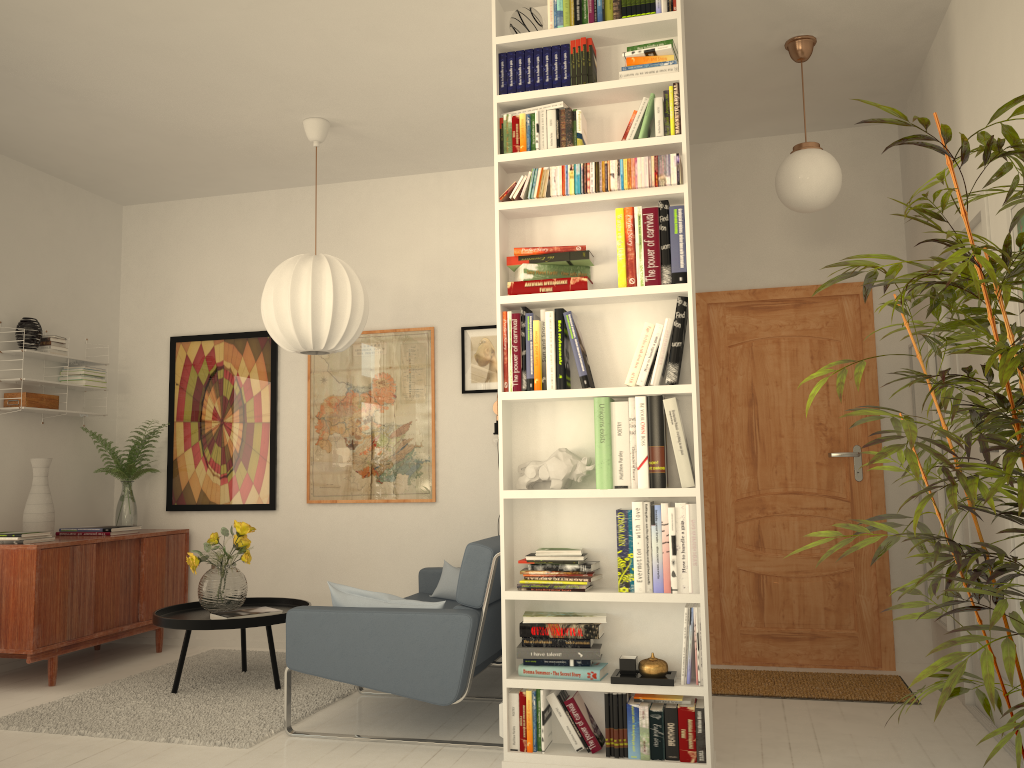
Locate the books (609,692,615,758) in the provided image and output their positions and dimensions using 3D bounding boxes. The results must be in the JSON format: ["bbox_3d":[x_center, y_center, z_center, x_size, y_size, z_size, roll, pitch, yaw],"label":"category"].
[{"bbox_3d":[0.367,1.175,3.131,0.015,0.214,0.202,-3,-6,14],"label":"books"}]

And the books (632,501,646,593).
[{"bbox_3d":[0.467,0.576,3.182,0.037,0.312,0.241,-3,-6,14],"label":"books"}]

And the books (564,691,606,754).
[{"bbox_3d":[0.262,1.194,3.147,0.131,0.188,0.136,-3,-6,14],"label":"books"}]

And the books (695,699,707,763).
[{"bbox_3d":[0.659,1.184,3.069,0.032,0.176,0.230,-3,-6,14],"label":"books"}]

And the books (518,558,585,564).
[{"bbox_3d":[0.153,0.642,3.234,0.221,0.010,0.169,-3,-6,17],"label":"books"}]

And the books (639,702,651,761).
[{"bbox_3d":[0.475,1.190,3.103,0.032,0.176,0.222,-3,-6,14],"label":"books"}]

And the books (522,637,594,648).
[{"bbox_3d":[0.170,0.922,3.204,0.247,0.039,0.142,-2,-6,11],"label":"books"}]

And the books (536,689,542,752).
[{"bbox_3d":[0.119,1.188,3.198,0.021,0.215,0.174,-3,-6,14],"label":"books"}]

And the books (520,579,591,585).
[{"bbox_3d":[0.170,0.711,3.219,0.248,0.009,0.170,-3,-6,17],"label":"books"}]

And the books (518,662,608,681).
[{"bbox_3d":[0.196,1.024,3.203,0.297,0.039,0.204,-3,-6,19],"label":"books"}]

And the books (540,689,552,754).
[{"bbox_3d":[0.130,1.186,3.180,0.010,0.215,0.193,-3,-6,14],"label":"books"}]

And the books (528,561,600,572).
[{"bbox_3d":[0.197,0.660,3.228,0.235,0.025,0.163,-3,-6,21],"label":"books"}]

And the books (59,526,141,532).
[{"bbox_3d":[-2.430,0.856,5.242,0.368,0.020,0.254,-3,-6,17],"label":"books"}]

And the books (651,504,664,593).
[{"bbox_3d":[0.519,0.577,3.128,0.035,0.304,0.150,-3,-6,14],"label":"books"}]

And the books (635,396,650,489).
[{"bbox_3d":[0.483,0.215,3.208,0.037,0.325,0.240,-3,-6,14],"label":"books"}]

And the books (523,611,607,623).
[{"bbox_3d":[0.194,0.843,3.223,0.297,0.024,0.162,-2,-6,5],"label":"books"}]

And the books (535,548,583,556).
[{"bbox_3d":[0.174,0.609,3.219,0.166,0.019,0.127,-2,-6,8],"label":"books"}]

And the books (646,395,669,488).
[{"bbox_3d":[0.528,0.210,3.192,0.056,0.328,0.202,-3,-6,14],"label":"books"}]

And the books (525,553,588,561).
[{"bbox_3d":[0.169,0.629,3.240,0.212,0.017,0.165,-2,-6,12],"label":"books"}]

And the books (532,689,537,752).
[{"bbox_3d":[0.102,1.193,3.201,0.012,0.206,0.193,-3,-6,14],"label":"books"}]

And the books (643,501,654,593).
[{"bbox_3d":[0.499,0.575,3.176,0.027,0.311,0.228,-3,-6,14],"label":"books"}]

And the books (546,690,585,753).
[{"bbox_3d":[0.201,1.189,3.163,0.135,0.200,0.133,-3,-6,14],"label":"books"}]

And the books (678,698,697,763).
[{"bbox_3d":[0.611,1.182,3.062,0.056,0.180,0.201,-3,-6,14],"label":"books"}]

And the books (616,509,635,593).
[{"bbox_3d":[0.419,0.591,3.181,0.057,0.284,0.200,-3,-6,14],"label":"books"}]

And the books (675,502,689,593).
[{"bbox_3d":[0.603,0.570,3.115,0.037,0.308,0.161,-3,-6,14],"label":"books"}]

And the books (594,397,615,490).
[{"bbox_3d":[0.348,0.219,3.235,0.056,0.328,0.228,-3,-6,14],"label":"books"}]

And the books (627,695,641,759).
[{"bbox_3d":[0.441,1.191,3.118,0.044,0.179,0.224,-3,-6,14],"label":"books"}]

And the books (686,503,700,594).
[{"bbox_3d":[0.645,0.572,3.135,0.039,0.303,0.229,-3,-6,14],"label":"books"}]

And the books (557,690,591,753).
[{"bbox_3d":[0.229,1.191,3.149,0.118,0.192,0.118,-3,-6,14],"label":"books"}]

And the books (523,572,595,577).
[{"bbox_3d":[0.176,0.689,3.227,0.250,0.008,0.135,-2,-6,11],"label":"books"}]

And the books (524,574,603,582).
[{"bbox_3d":[0.200,0.701,3.239,0.255,0.014,0.197,-4,-6,24],"label":"books"}]

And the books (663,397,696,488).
[{"bbox_3d":[0.605,0.213,3.178,0.099,0.316,0.228,-3,-6,14],"label":"books"}]

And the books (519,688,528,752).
[{"bbox_3d":[0.061,1.195,3.202,0.026,0.206,0.187,-3,-6,14],"label":"books"}]

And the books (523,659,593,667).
[{"bbox_3d":[0.173,0.991,3.213,0.241,0.024,0.168,-2,-6,9],"label":"books"}]

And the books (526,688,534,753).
[{"bbox_3d":[0.083,1.191,3.192,0.020,0.211,0.184,-3,-6,14],"label":"books"}]

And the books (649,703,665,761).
[{"bbox_3d":[0.514,1.195,3.092,0.048,0.163,0.209,-3,-6,14],"label":"books"}]

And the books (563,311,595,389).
[{"bbox_3d":[0.257,-0.114,3.292,0.093,0.289,0.200,-3,-6,14],"label":"books"}]

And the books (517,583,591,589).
[{"bbox_3d":[0.157,0.723,3.212,0.246,0.014,0.172,-2,-6,13],"label":"books"}]

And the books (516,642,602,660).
[{"bbox_3d":[0.176,0.958,3.199,0.297,0.039,0.165,-2,-6,9],"label":"books"}]

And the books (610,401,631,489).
[{"bbox_3d":[0.408,0.227,3.222,0.065,0.311,0.199,-3,-6,14],"label":"books"}]

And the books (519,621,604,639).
[{"bbox_3d":[0.187,0.879,3.206,0.285,0.047,0.185,-3,-6,14],"label":"books"}]

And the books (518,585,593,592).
[{"bbox_3d":[0.163,0.735,3.212,0.247,0.009,0.170,-3,-6,17],"label":"books"}]

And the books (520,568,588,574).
[{"bbox_3d":[0.155,0.678,3.215,0.238,0.012,0.120,-2,-6,9],"label":"books"}]

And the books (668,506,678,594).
[{"bbox_3d":[0.576,0.579,3.132,0.022,0.291,0.208,-3,-6,14],"label":"books"}]

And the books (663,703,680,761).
[{"bbox_3d":[0.565,1.191,3.094,0.050,0.170,0.221,-3,-6,14],"label":"books"}]

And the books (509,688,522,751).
[{"bbox_3d":[0.030,1.202,3.213,0.039,0.200,0.185,-3,-6,14],"label":"books"}]

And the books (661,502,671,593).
[{"bbox_3d":[0.556,0.574,3.152,0.025,0.306,0.213,-3,-6,14],"label":"books"}]

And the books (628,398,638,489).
[{"bbox_3d":[0.455,0.218,3.229,0.023,0.321,0.235,-3,-6,14],"label":"books"}]
